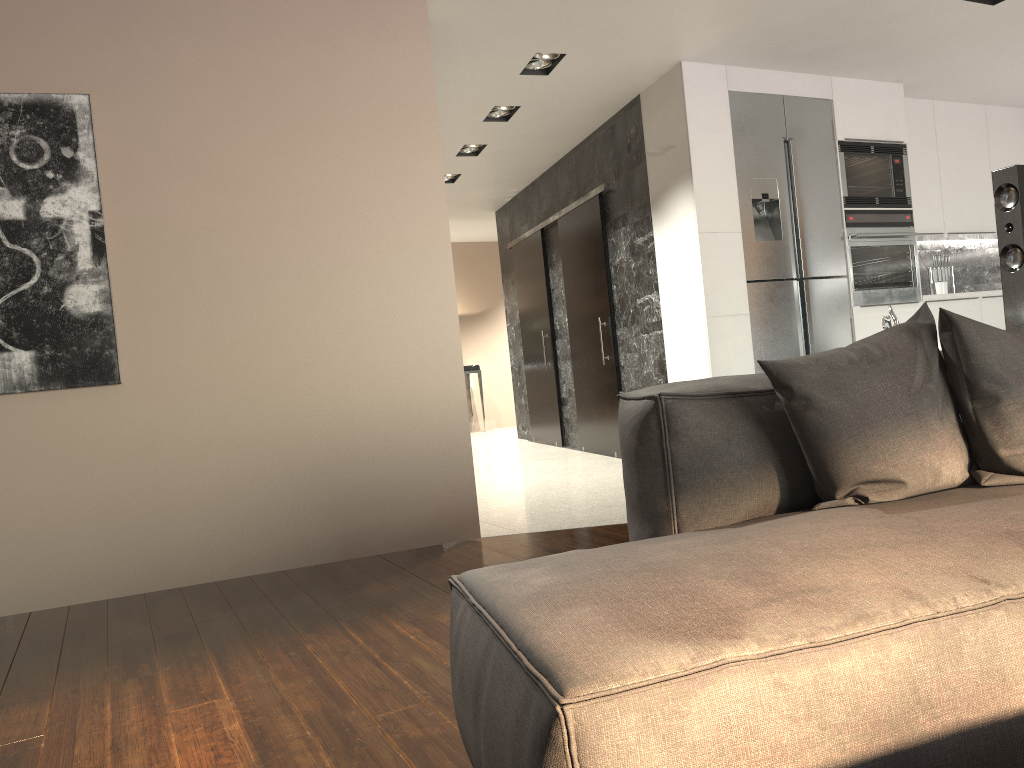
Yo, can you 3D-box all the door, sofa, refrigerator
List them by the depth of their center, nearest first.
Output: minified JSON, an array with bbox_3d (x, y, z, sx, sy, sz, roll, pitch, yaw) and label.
[{"bbox_3d":[1.383,0.249,1.293,2.826,0.704,2.404,-6,1,-17],"label":"sofa"},{"bbox_3d":[1.741,-0.681,5.918,0.914,2.343,0.557,-6,1,-27],"label":"refrigerator"},{"bbox_3d":[0.437,-0.443,7.833,0.133,2.056,2.754,-6,1,-15],"label":"door"}]

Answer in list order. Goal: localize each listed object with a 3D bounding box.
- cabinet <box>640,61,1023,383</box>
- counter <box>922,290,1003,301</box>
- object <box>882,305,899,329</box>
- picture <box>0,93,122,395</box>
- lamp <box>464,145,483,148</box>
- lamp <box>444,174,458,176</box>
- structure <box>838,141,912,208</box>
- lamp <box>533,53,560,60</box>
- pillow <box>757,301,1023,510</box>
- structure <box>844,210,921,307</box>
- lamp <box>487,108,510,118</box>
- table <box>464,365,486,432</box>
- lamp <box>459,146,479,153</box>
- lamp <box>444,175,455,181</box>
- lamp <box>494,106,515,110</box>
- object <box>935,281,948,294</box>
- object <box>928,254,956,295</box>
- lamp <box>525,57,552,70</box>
[{"bbox_3d":[4.316,-0.980,3.921,4.654,2.501,6.606,-6,1,-26],"label":"cabinet"},{"bbox_3d":[4.571,-0.760,5.614,2.817,0.041,3.847,-6,1,-26],"label":"counter"},{"bbox_3d":[1.276,-0.120,2.943,0.270,0.287,0.299,-5,1,33],"label":"object"},{"bbox_3d":[-2.000,-0.543,3.409,0.779,1.165,0.028,-6,1,-20],"label":"picture"},{"bbox_3d":[-0.302,-1.876,6.814,0.184,0.077,0.169,-6,1,-24],"label":"lamp"},{"bbox_3d":[-0.552,-1.866,7.721,0.184,0.077,0.169,-6,1,-24],"label":"lamp"},{"bbox_3d":[2.383,-1.430,6.320,0.691,0.450,0.584,-6,1,-27],"label":"structure"},{"bbox_3d":[0.194,-1.895,5.010,0.171,0.077,0.182,-5,1,18],"label":"lamp"},{"bbox_3d":[1.687,-0.044,1.890,2.018,0.431,1.099,-5,1,24],"label":"pillow"},{"bbox_3d":[2.459,-0.869,6.289,0.696,0.651,0.620,-6,1,-27],"label":"structure"},{"bbox_3d":[-0.101,-1.884,6.080,0.171,0.077,0.182,-5,1,19],"label":"lamp"},{"bbox_3d":[-1.100,0.256,11.036,1.497,0.865,0.426,-6,1,-28],"label":"table"},{"bbox_3d":[-0.348,-1.874,6.981,0.183,0.077,0.171,-6,1,-17],"label":"lamp"},{"bbox_3d":[-0.598,-1.864,7.888,0.183,0.077,0.171,-6,1,-17],"label":"lamp"},{"bbox_3d":[-0.055,-1.885,5.913,0.171,0.077,0.182,-5,1,18],"label":"lamp"},{"bbox_3d":[3.314,-0.735,6.785,0.089,0.117,0.095,-5,1,22],"label":"object"},{"bbox_3d":[3.376,-0.853,6.912,0.303,0.336,0.058,-6,1,-24],"label":"object"},{"bbox_3d":[0.148,-1.894,5.177,0.171,0.077,0.182,-5,1,19],"label":"lamp"}]
